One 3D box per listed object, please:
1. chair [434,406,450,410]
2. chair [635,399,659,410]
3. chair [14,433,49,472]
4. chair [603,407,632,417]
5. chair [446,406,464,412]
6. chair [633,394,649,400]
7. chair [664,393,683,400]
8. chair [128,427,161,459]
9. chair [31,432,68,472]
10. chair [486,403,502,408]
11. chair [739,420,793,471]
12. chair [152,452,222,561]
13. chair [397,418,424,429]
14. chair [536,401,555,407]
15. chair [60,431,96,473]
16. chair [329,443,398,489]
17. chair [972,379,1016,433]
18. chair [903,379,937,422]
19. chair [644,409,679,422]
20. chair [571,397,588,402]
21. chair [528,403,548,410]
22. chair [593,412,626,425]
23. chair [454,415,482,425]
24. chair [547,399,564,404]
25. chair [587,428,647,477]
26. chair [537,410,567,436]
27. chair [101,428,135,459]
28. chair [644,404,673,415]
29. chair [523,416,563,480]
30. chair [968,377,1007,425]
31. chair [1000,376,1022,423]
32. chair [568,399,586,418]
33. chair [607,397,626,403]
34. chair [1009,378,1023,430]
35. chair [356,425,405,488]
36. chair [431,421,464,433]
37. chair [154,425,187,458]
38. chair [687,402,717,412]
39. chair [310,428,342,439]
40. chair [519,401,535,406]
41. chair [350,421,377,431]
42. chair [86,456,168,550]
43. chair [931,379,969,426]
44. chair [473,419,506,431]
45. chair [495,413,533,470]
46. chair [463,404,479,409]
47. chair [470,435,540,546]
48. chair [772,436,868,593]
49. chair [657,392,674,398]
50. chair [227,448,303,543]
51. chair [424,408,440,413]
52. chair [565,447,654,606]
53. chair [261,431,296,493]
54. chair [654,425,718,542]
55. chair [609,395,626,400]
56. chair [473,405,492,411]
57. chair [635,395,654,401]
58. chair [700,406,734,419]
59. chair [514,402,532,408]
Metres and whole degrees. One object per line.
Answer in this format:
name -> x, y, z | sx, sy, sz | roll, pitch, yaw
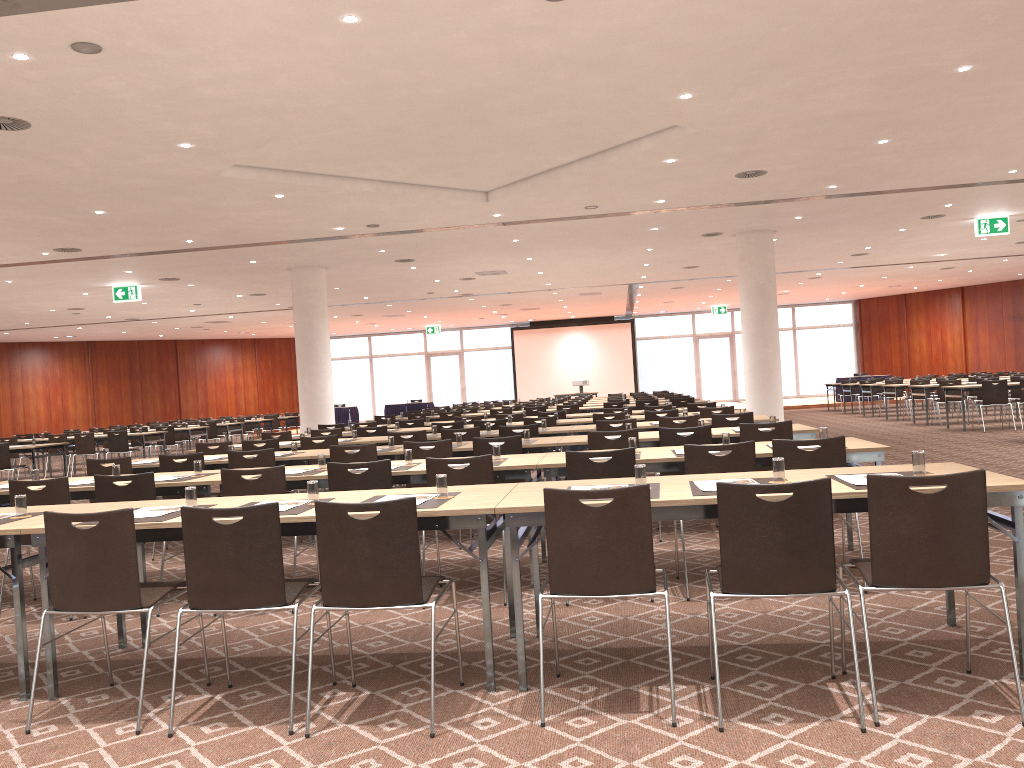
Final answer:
chair -> -1.808, 1.052, 23.625 | 0.536, 0.939, 0.613 | -3, 0, 8
chair -> 2.612, 0.770, 17.042 | 0.535, 0.939, 0.613 | -3, 0, 5
chair -> -11.336, 1.629, 20.853 | 0.535, 0.939, 0.613 | -3, 0, 5
chair -> 1.648, 0.823, 13.634 | 0.535, 0.939, 0.613 | -3, 0, 6
chair -> -1.323, 1.019, 21.586 | 0.536, 0.939, 0.613 | -3, 0, 10
chair -> 3.389, 0.733, 23.026 | 0.535, 0.939, 0.613 | -3, 0, 4
chair -> 3.839, 0.702, 20.956 | 0.535, 0.939, 0.613 | -3, 0, 6
chair -> -8.522, 1.456, 20.509 | 0.535, 0.939, 0.613 | -3, 0, 5
chair -> -10.790, 1.595, 20.644 | 0.536, 0.939, 0.613 | -3, 0, 10
chair -> -0.425, 0.967, 23.491 | 0.536, 0.939, 0.613 | -3, 0, 9
chair -> 2.155, 0.782, 7.563 | 0.535, 0.939, 0.613 | -3, 0, 4
chair -> -2.941, 1.094, 8.185 | 0.536, 0.939, 0.613 | -3, 0, 8
chair -> -1.543, 1.019, 14.101 | 0.536, 0.939, 0.613 | -3, 0, 9
chair -> 0.849, 0.886, 21.364 | 0.536, 0.939, 0.613 | -3, 0, 7
chair -> -10.111, 1.554, 20.643 | 0.535, 0.939, 0.613 | -3, 0, 5
chair -> -1.351, 0.997, 7.991 | 0.536, 0.939, 0.613 | -3, 0, 9
chair -> 8.800, 0.391, 16.240 | 0.536, 0.939, 0.613 | -3, 0, 9
chair -> 9.328, 0.366, 20.346 | 0.535, 0.939, 0.613 | -3, 0, 6
chair -> 1.964, 0.800, 11.581 | 0.535, 0.939, 0.613 | -3, 0, 5
chair -> 1.802, 0.831, 23.262 | 0.535, 0.939, 0.613 | -3, 0, 4
chair -> 0.610, 0.897, 19.336 | 0.535, 0.939, 0.613 | -3, 0, 6
chair -> 1.320, 0.840, 11.737 | 0.536, 0.939, 0.613 | -3, 0, 8
chair -> -0.632, 0.963, 13.912 | 0.536, 0.939, 0.613 | -3, 0, 9
chair -> 1.170, 0.869, 23.297 | 0.535, 0.939, 0.613 | -3, 0, 5
chair -> 0.913, 0.858, 7.757 | 0.536, 0.939, 0.613 | -3, 0, 8
chair -> 0.649, 0.885, 13.833 | 0.535, 0.939, 0.613 | -3, 0, 4
chair -> -9.101, 1.492, 20.438 | 0.536, 0.939, 0.613 | -3, 0, 9
chair -> 2.264, 0.786, 13.594 | 0.535, 0.939, 0.613 | -3, 0, 7
chair -> 0.413, 0.896, 11.805 | 0.536, 0.939, 0.613 | -3, 0, 8
chair -> 9.699, 0.340, 18.145 | 0.536, 0.939, 0.613 | -3, 0, 9
chair -> 10.372, 0.298, 18.145 | 0.535, 0.939, 0.613 | -3, 0, 6
chair -> 1.579, 0.841, 21.197 | 0.535, 0.939, 0.613 | -3, 0, 6
chair -> 2.524, 0.783, 21.159 | 0.536, 0.939, 0.613 | -3, 0, 8
chair -> 9.481, 0.349, 16.239 | 0.536, 0.939, 0.613 | -3, 0, 8
chair -> -1.826, 1.033, 12.043 | 0.536, 0.939, 0.613 | -3, 0, 9
chair -> -0.822, 0.971, 11.998 | 0.535, 0.939, 0.613 | -3, 0, 5
chair -> -7.835, 1.414, 20.284 | 0.535, 0.939, 0.613 | -3, 0, 4
chair -> 2.887, 0.747, 13.483 | 0.535, 0.939, 0.613 | -3, 0, 4
chair -> -2.470, 1.072, 12.157 | 0.535, 0.939, 0.613 | -3, 0, 6
chair -> 0.438, 0.914, 23.351 | 0.536, 0.939, 0.613 | -3, 0, 8
chair -> -2.296, 1.065, 14.115 | 0.535, 0.939, 0.613 | -3, 0, 5
chair -> -3.624, 1.136, 8.233 | 0.535, 0.939, 0.613 | -3, 0, 6
chair -> 9.044, 0.380, 18.367 | 0.536, 0.939, 0.613 | -3, 0, 8
chair -> -0.245, 0.936, 11.850 | 0.536, 0.939, 0.613 | -3, 0, 8
chair -> 0.003, 0.924, 13.870 | 0.535, 0.939, 0.613 | -3, 0, 7
chair -> -1.036, 1.005, 23.608 | 0.535, 0.939, 0.613 | -3, 0, 7
chair -> -0.075, 0.918, 7.835 | 0.536, 0.939, 0.613 | -3, 0, 10
chair -> 1.877, 0.795, 5.625 | 0.536, 0.939, 0.613 | -3, 0, 9
chair -> 3.983, 0.697, 22.918 | 0.536, 0.939, 0.613 | -3, 0, 8
chair -> -2.309, 1.055, 8.150 | 0.535, 0.939, 0.613 | -3, 0, 5
chair -> -1.931, 1.056, 21.703 | 0.535, 0.939, 0.613 | -3, 0, 4
chair -> 0.589, 0.874, 5.705 | 0.535, 0.939, 0.613 | -3, 0, 4
chair -> -3.174, 1.115, 12.285 | 0.536, 0.939, 0.613 | -3, 0, 7
chair -> 1.500, 0.822, 7.608 | 0.536, 0.939, 0.613 | -3, 0, 8
chair -> 2.778, 0.771, 23.065 | 0.535, 0.939, 0.613 | -3, 0, 7
chair -> -0.671, 0.979, 21.472 | 0.535, 0.939, 0.613 | -3, 0, 4
chair -> 3.174, 0.743, 21.002 | 0.536, 0.939, 0.613 | -3, 0, 9
chair -> 2.672, 0.757, 11.529 | 0.536, 0.939, 0.613 | -3, 0, 7
chair -> 0.322, 0.918, 21.385 | 0.536, 0.939, 0.613 | -3, 0, 8
